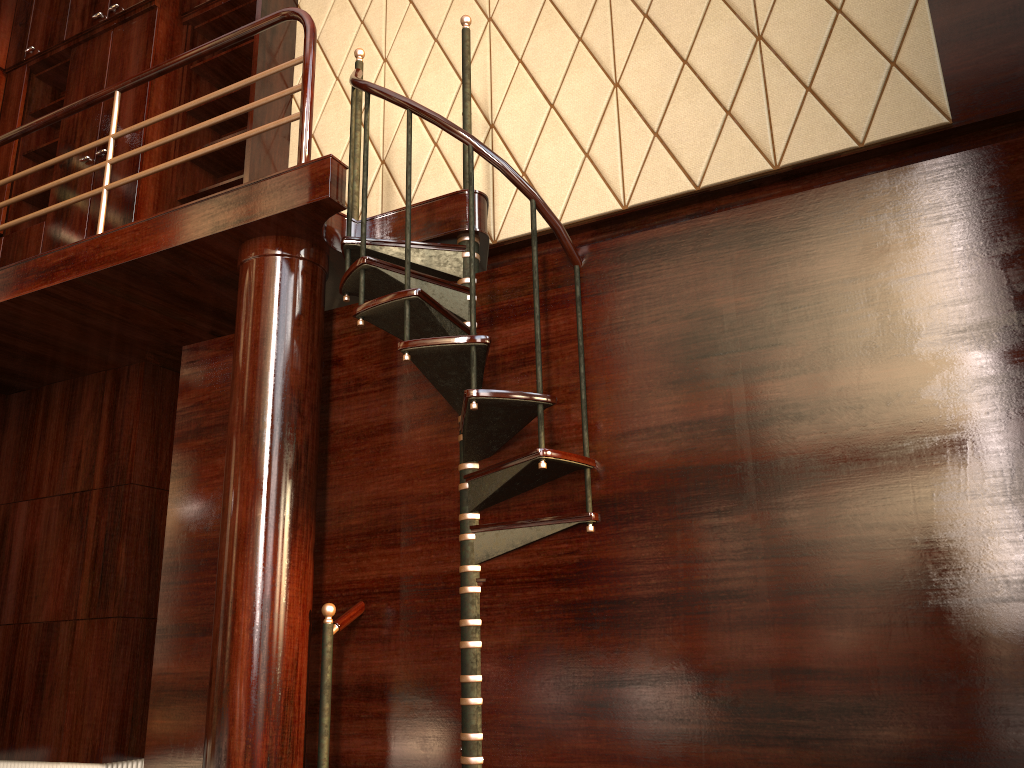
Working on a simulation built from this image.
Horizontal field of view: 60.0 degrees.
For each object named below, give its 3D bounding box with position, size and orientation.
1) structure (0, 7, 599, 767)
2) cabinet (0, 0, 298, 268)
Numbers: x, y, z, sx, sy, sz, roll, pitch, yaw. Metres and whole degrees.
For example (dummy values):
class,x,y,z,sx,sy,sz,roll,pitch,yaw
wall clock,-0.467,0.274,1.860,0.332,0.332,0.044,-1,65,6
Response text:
class,x,y,z,sx,sy,sz,roll,pitch,yaw
structure,-2.515,-0.328,1.628,3.750,3.189,6.107,-10,-20,26
cabinet,-3.682,-1.951,2.761,2.576,2.432,6.767,-10,-20,26
